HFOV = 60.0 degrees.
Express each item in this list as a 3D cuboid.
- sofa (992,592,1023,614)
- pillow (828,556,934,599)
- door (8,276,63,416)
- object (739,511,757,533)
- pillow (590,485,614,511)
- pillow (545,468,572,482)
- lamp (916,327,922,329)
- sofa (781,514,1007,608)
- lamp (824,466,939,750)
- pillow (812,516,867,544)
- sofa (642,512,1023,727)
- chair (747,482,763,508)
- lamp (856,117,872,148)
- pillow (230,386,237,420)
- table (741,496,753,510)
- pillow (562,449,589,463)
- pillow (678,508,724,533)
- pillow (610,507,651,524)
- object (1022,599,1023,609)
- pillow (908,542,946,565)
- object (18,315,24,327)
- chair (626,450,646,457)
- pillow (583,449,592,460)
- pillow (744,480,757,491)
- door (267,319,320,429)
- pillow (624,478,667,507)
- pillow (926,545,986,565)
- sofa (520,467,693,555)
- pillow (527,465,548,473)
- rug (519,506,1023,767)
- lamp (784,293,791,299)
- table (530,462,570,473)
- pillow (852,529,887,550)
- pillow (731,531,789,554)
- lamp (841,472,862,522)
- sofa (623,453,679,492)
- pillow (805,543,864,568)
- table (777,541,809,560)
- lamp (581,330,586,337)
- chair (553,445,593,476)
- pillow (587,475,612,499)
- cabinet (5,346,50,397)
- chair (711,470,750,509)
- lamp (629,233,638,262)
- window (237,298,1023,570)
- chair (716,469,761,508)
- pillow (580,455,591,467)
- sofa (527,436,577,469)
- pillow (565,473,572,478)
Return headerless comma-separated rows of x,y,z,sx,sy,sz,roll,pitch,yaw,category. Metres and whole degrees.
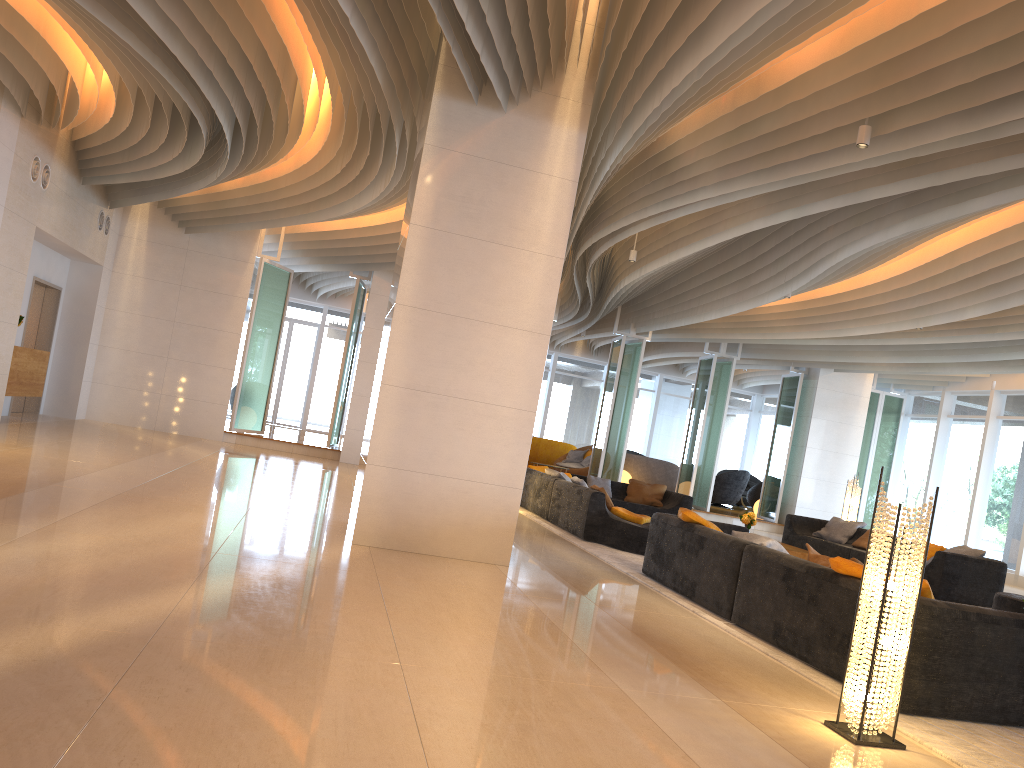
5.929,2.249,7.521,1.365,0.582,4.105,11,-3,-13,sofa
2.176,1.235,5.030,0.559,0.377,0.626,12,-3,-34,pillow
-7.506,-0.571,13.768,0.249,2.099,1.393,10,-1,-11,door
3.191,1.897,12.022,0.233,0.376,0.269,10,-1,20,object
1.091,1.364,10.389,0.331,0.311,0.421,11,-2,-10,pillow
0.749,1.397,12.149,0.553,0.376,0.644,11,-3,-17,pillow
5.804,-1.509,12.368,0.087,1.505,0.091,10,0,33,lamp
5.113,2.379,12.343,0.950,0.582,3.746,11,-3,-11,sofa
1.665,0.975,3.932,0.252,1.197,0.248,10,0,-12,lamp
5.021,2.241,13.631,0.559,0.377,0.626,12,-3,-34,pillow
2.015,1.475,6.316,0.950,0.582,3.746,11,-3,-11,sofa
6.821,2.891,22.883,1.530,1.005,1.128,11,-2,-10,chair
2.624,-2.430,6.309,0.090,1.505,0.088,10,0,-21,lamp
-5.947,0.270,17.292,1.535,1.005,1.124,11,-2,-15,pillow
6.633,3.263,23.872,1.085,0.318,0.815,11,-3,-6,table
1.539,1.722,21.241,0.608,0.454,0.482,8,-3,39,pillow
1.662,1.286,7.540,0.543,0.377,0.644,10,-3,10,pillow
1.363,1.503,10.140,0.404,0.136,0.423,9,-3,21,pillow
3.983,1.734,6.699,0.234,0.376,0.268,10,-1,10,object
5.412,2.224,11.616,0.324,0.312,0.405,11,-2,-10,pillow
-6.623,-0.768,11.733,0.270,0.496,0.232,11,-1,-25,object
3.396,2.292,23.202,1.548,1.005,1.115,12,-2,-30,chair
1.901,1.759,21.074,0.380,0.422,0.594,11,-2,-34,pillow
6.792,2.909,24.928,0.498,0.408,0.469,10,-2,15,pillow
-6.000,-0.307,23.200,1.473,2.769,0.059,10,0,-13,door
2.181,1.777,14.455,0.634,0.377,0.552,10,-2,9,pillow
5.535,2.189,11.121,0.543,0.377,0.644,10,-3,10,pillow
1.802,1.733,12.117,2.852,0.653,5.046,11,-3,-12,sofa
0.466,1.448,14.013,0.418,0.316,0.334,12,-3,-40,pillow
3.976,2.176,7.144,5.564,0.022,16.085,11,-3,-11,rug
3.818,-1.895,11.884,0.087,1.505,0.091,10,0,33,lamp
0.838,2.009,20.218,0.834,0.318,1.060,12,-3,-30,table
5.168,2.249,12.808,0.325,0.312,0.403,11,-2,-14,pillow
1.901,1.340,6.683,0.424,0.376,0.582,11,-2,-10,pillow
5.579,2.167,14.656,0.252,1.450,0.248,10,0,-12,lamp
3.105,2.177,21.186,2.508,0.900,1.134,8,-3,37,sofa
2.114,1.282,5.672,0.447,0.409,0.597,11,-2,-10,pillow
3.032,2.162,11.844,1.616,0.220,1.587,11,-3,-12,table
1.727,-1.812,19.894,0.089,1.505,0.089,10,0,-3,lamp
1.657,1.850,20.949,1.156,1.005,1.494,11,-3,-24,chair
1.402,1.653,14.249,0.411,0.312,0.319,11,-2,-10,pillow
-6.882,-0.207,12.071,0.564,0.661,1.498,11,-3,-11,cabinet
5.241,2.562,22.120,1.552,1.005,1.112,12,-3,-40,chair
1.671,-2.312,11.362,0.087,1.505,0.091,10,0,33,lamp
7.979,1.198,10.122,53.286,3.218,22.659,7,-4,43,window
6.426,2.934,24.873,1.518,1.005,1.137,10,-2,0,chair
1.859,1.774,20.652,0.467,0.408,0.500,11,-2,-10,pillow
0.407,1.741,22.057,2.603,0.900,1.093,11,-2,-23,sofa
0.727,1.405,12.487,0.413,0.335,0.332,8,-3,43,pillow
